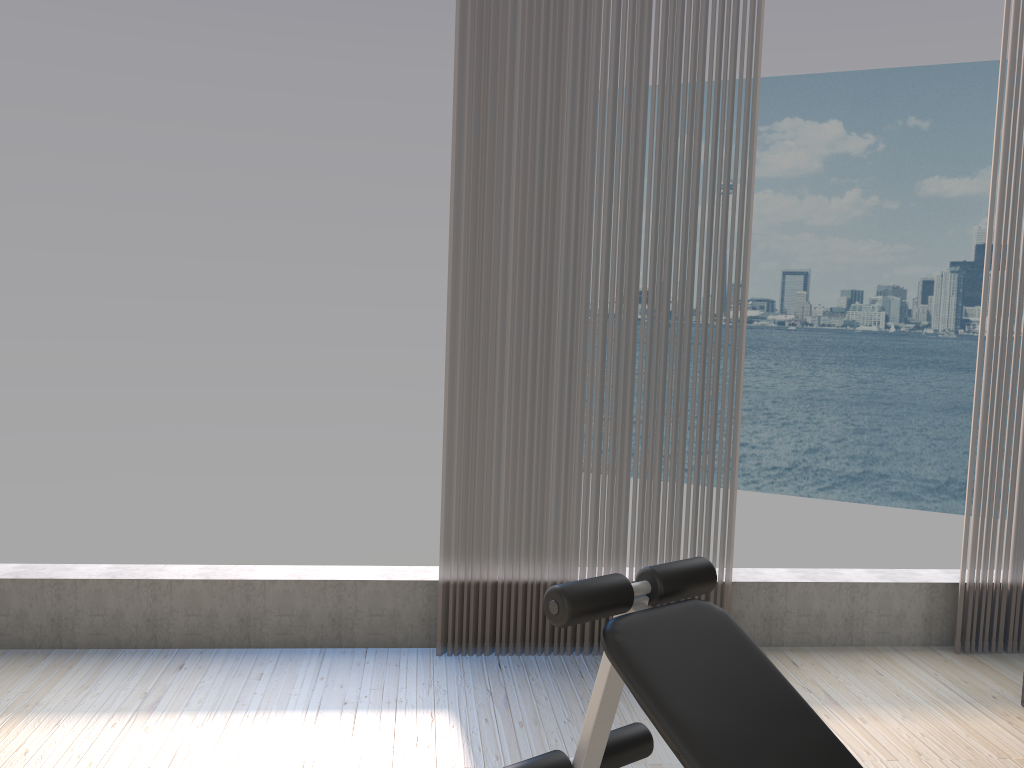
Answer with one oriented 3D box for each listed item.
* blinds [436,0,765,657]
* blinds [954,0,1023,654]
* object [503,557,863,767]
[{"bbox_3d":[0.328,-0.348,3.251,1.133,2.744,0.069,2,5,-6],"label":"blinds"},{"bbox_3d":[2.351,-0.293,3.460,1.133,2.744,0.069,2,5,-6],"label":"blinds"},{"bbox_3d":[0.500,0.798,1.537,0.505,0.746,1.312,-1,6,-36],"label":"object"}]
